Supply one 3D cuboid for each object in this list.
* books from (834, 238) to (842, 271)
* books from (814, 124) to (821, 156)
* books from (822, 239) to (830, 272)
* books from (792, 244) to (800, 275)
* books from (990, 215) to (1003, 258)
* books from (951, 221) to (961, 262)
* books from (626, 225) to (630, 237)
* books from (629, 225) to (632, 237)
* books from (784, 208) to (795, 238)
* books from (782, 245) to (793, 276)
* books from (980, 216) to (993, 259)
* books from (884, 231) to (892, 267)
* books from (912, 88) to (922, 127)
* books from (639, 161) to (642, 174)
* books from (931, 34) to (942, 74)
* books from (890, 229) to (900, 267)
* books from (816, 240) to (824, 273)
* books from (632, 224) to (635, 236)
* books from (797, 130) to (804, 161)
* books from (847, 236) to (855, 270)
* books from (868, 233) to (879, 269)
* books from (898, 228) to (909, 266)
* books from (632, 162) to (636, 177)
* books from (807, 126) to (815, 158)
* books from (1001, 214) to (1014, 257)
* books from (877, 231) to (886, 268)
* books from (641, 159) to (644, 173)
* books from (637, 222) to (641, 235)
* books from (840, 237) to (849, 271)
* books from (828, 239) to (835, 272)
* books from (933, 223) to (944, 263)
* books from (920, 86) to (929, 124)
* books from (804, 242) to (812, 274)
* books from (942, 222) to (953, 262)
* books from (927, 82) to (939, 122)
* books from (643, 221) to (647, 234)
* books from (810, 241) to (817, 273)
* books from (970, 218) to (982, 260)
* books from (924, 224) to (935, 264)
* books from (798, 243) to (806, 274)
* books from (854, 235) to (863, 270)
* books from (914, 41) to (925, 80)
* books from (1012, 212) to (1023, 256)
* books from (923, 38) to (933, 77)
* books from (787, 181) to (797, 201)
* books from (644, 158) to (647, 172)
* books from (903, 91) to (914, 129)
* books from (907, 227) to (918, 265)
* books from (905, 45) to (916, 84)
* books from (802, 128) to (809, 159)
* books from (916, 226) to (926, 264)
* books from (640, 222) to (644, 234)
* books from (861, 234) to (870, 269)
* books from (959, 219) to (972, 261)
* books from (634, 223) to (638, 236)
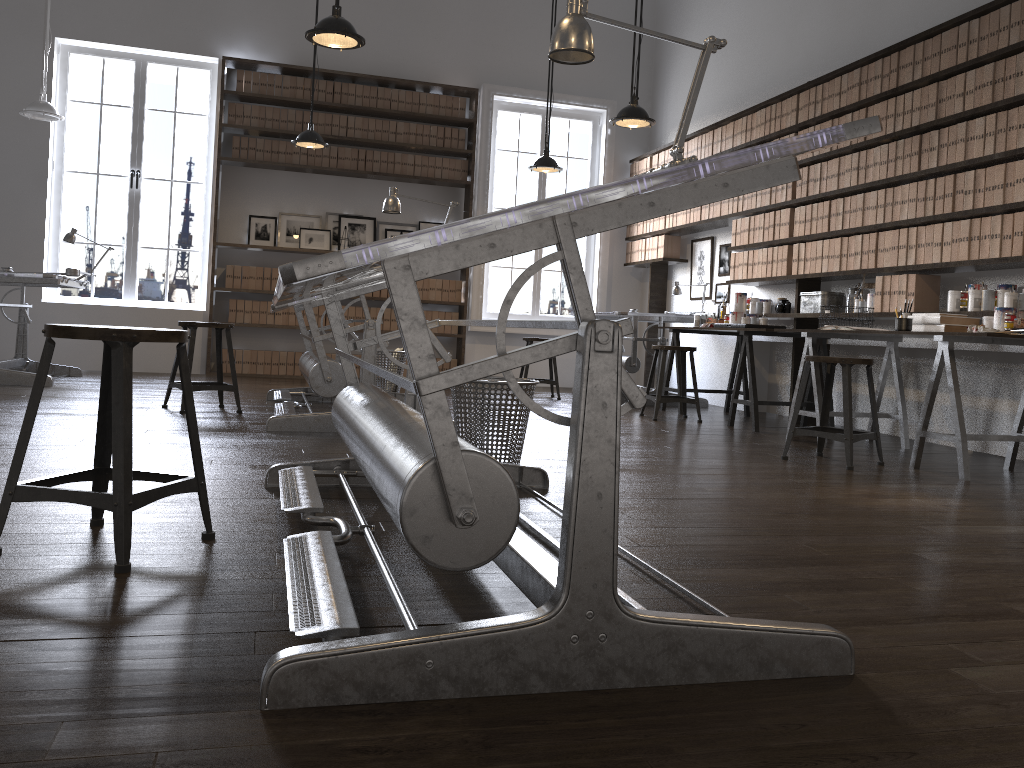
[{"bbox_3d":[2.240,-0.854,5.897,0.174,0.226,0.067,3,1,-15],"label":"books"},{"bbox_3d":[2.206,-1.689,6.183,0.174,0.225,0.067,3,1,-16],"label":"books"},{"bbox_3d":[2.208,-0.863,6.023,0.174,0.225,0.067,3,1,-16],"label":"books"},{"bbox_3d":[2.111,-0.888,6.364,0.174,0.225,0.067,3,1,-15],"label":"books"},{"bbox_3d":[2.593,-0.760,4.621,0.174,0.225,0.067,3,1,-16],"label":"books"},{"bbox_3d":[2.523,-0.780,4.888,0.174,0.225,0.067,3,1,-15],"label":"books"},{"bbox_3d":[1.308,-1.656,9.383,0.174,0.226,0.067,3,1,-16],"label":"books"},{"bbox_3d":[1.331,-1.651,9.319,0.174,0.225,0.067,3,1,-15],"label":"books"},{"bbox_3d":[2.091,-1.167,6.486,0.174,0.226,0.067,3,1,-16],"label":"books"},{"bbox_3d":[2.077,-0.897,6.492,0.174,0.226,0.067,3,1,-16],"label":"books"},{"bbox_3d":[2.579,-0.765,4.690,0.174,0.225,0.067,3,1,-15],"label":"books"},{"bbox_3d":[2.375,-0.819,5.421,0.174,0.225,0.067,3,1,-16],"label":"books"},{"bbox_3d":[2.466,-1.620,5.239,0.174,0.225,0.067,3,1,-16],"label":"books"},{"bbox_3d":[1.403,-2.190,9.165,0.174,0.225,0.067,3,1,-15],"label":"books"},{"bbox_3d":[2.518,-1.888,5.110,0.174,0.225,0.067,3,1,-15],"label":"books"},{"bbox_3d":[2.388,-0.814,5.359,0.174,0.226,0.067,3,1,-15],"label":"books"},{"bbox_3d":[2.187,-0.868,6.092,0.174,0.226,0.067,3,1,-15],"label":"books"},{"bbox_3d":[1.350,-1.646,9.251,0.174,0.225,0.067,3,1,-15],"label":"books"},{"bbox_3d":[2.153,-1.704,6.389,0.174,0.225,0.067,3,1,-16],"label":"books"},{"bbox_3d":[2.282,-0.844,5.765,0.174,0.225,0.067,3,1,-16],"label":"books"},{"bbox_3d":[2.335,-0.829,5.554,0.174,0.226,0.067,3,1,-16],"label":"books"},{"bbox_3d":[2.407,-0.809,5.289,0.174,0.225,0.067,3,1,-16],"label":"books"},{"bbox_3d":[1.358,-2.200,9.300,0.174,0.225,0.067,3,1,-16],"label":"books"},{"bbox_3d":[2.185,-1.695,6.253,0.174,0.226,0.067,3,1,-15],"label":"books"},{"bbox_3d":[2.617,-0.755,4.554,0.174,0.225,0.067,3,1,-16],"label":"books"},{"bbox_3d":[2.360,-0.823,5.485,0.174,0.225,0.067,3,1,-15],"label":"books"},{"bbox_3d":[1.420,-2.185,9.097,0.174,0.225,0.067,3,1,-15],"label":"books"},{"bbox_3d":[1.388,-1.636,9.114,0.174,0.225,0.067,3,1,-16],"label":"books"},{"bbox_3d":[2.264,-0.849,5.833,0.174,0.225,0.067,3,1,-16],"label":"books"},{"bbox_3d":[2.227,-0.858,5.962,0.174,0.225,0.067,3,1,-16],"label":"books"},{"bbox_3d":[2.484,-0.789,5.017,0.174,0.226,0.067,3,1,-16],"label":"books"},{"bbox_3d":[2.484,-1.616,5.179,0.174,0.225,0.067,3,1,-16],"label":"books"},{"bbox_3d":[2.156,-0.878,6.228,0.174,0.225,0.067,3,1,-16],"label":"books"},{"bbox_3d":[2.505,-0.784,4.948,0.174,0.225,0.067,3,1,-15],"label":"books"},{"bbox_3d":[2.498,-1.611,5.113,0.174,0.226,0.067,3,1,-15],"label":"books"},{"bbox_3d":[1.428,-1.626,8.971,0.174,0.225,0.067,3,1,-16],"label":"books"},{"bbox_3d":[2.172,-0.873,6.161,0.174,0.225,0.067,3,1,-16],"label":"books"},{"bbox_3d":[2.560,-0.770,4.759,0.174,0.225,0.067,3,1,-15],"label":"books"},{"bbox_3d":[2.469,-0.794,5.086,0.174,0.225,0.067,3,1,-15],"label":"books"},{"bbox_3d":[2.134,-0.883,6.295,0.174,0.225,0.067,3,1,-15],"label":"books"},{"bbox_3d":[2.297,-0.839,5.696,0.174,0.225,0.067,3,1,-15],"label":"books"},{"bbox_3d":[2.479,-1.898,5.244,0.174,0.225,0.067,3,1,-16],"label":"books"},{"bbox_3d":[2.631,-0.750,4.480,0.174,0.226,0.067,3,1,-15],"label":"books"},{"bbox_3d":[2.501,-1.893,5.178,0.174,0.225,0.067,3,1,-15],"label":"books"},{"bbox_3d":[2.112,-1.444,6.489,0.174,0.225,0.067,3,1,-15],"label":"books"},{"bbox_3d":[1.435,-2.180,9.028,0.174,0.226,0.067,3,1,-16],"label":"books"},{"bbox_3d":[2.445,-1.626,5.308,0.174,0.226,0.067,3,1,-15],"label":"books"},{"bbox_3d":[2.430,-0.804,5.220,0.174,0.225,0.067,3,1,-16],"label":"books"},{"bbox_3d":[2.456,-1.903,5.313,0.174,0.225,0.067,3,1,-16],"label":"books"},{"bbox_3d":[2.170,-1.699,6.321,0.174,0.225,0.067,3,1,-16],"label":"books"},{"bbox_3d":[2.452,-0.799,5.154,0.174,0.225,0.067,3,1,-15],"label":"books"},{"bbox_3d":[1.403,-1.631,9.041,0.174,0.226,0.067,3,1,-15],"label":"books"},{"bbox_3d":[2.321,-0.834,5.628,0.174,0.225,0.067,3,1,-15],"label":"books"},{"bbox_3d":[2.536,-0.775,4.822,0.174,0.226,0.067,3,1,-16],"label":"books"},{"bbox_3d":[1.365,-1.641,9.182,0.174,0.225,0.067,3,1,-16],"label":"books"}]
